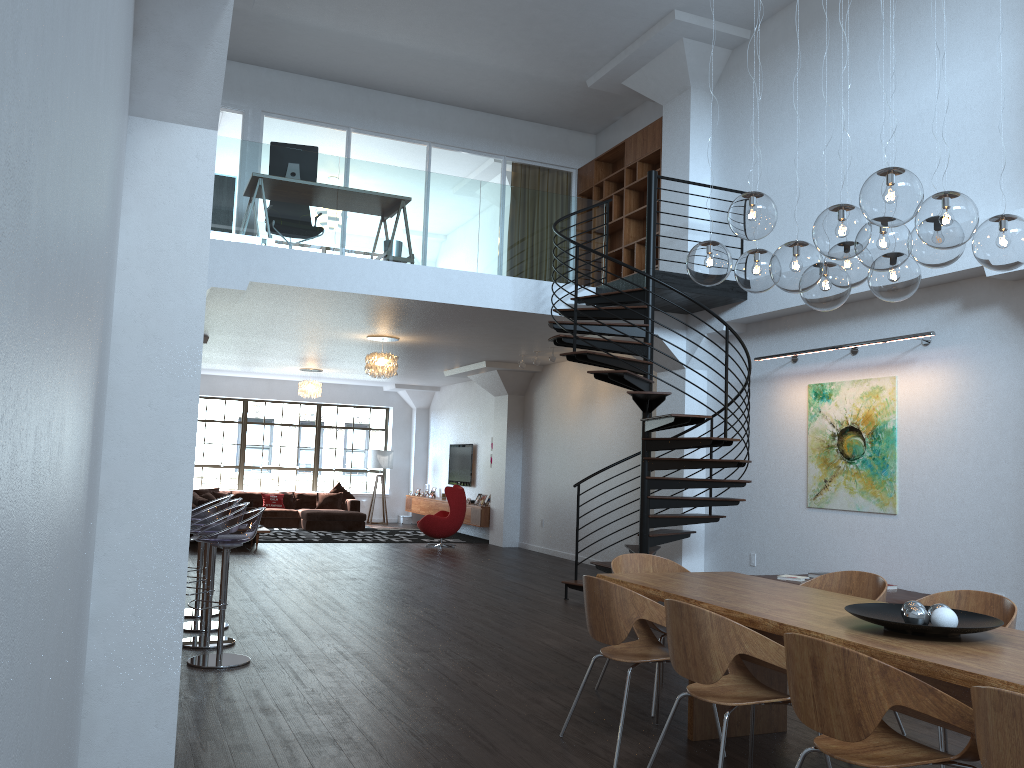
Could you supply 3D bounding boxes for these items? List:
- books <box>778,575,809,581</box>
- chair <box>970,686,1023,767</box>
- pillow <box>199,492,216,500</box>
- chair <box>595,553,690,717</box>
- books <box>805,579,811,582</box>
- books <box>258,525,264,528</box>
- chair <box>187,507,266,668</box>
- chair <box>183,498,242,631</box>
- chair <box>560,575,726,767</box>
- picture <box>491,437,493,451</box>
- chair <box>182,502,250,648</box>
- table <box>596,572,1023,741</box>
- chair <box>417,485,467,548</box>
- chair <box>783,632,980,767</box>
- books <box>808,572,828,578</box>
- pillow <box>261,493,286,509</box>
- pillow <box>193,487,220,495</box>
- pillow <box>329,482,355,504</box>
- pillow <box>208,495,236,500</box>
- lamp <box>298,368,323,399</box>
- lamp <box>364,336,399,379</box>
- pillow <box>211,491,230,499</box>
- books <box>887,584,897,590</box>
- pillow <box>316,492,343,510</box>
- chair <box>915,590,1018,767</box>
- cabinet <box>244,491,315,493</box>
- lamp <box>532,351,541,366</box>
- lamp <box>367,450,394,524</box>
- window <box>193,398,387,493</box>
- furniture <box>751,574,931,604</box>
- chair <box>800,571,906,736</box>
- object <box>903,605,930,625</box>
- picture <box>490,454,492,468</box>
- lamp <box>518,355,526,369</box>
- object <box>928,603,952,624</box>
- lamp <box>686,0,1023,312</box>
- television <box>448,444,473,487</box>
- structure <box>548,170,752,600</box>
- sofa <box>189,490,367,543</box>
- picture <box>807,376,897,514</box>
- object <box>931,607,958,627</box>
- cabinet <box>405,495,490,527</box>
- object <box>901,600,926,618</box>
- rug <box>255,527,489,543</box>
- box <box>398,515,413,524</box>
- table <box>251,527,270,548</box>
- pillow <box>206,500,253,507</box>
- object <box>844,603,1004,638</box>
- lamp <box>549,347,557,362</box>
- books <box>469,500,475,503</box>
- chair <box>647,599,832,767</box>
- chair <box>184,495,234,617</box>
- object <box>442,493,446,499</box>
[{"bbox_3d":[2.477,1.709,7.813,0.223,0.031,0.161,-3,-7,44],"label":"books"},{"bbox_3d":[1.546,1.220,2.308,0.618,0.833,0.629,4,-6,-23],"label":"chair"},{"bbox_3d":[-5.287,2.098,15.540,0.325,0.391,0.625,3,-5,-7],"label":"pillow"},{"bbox_3d":[0.901,1.474,5.356,0.629,0.833,0.618,5,-6,-28],"label":"chair"},{"bbox_3d":[2.650,1.685,7.541,0.247,0.040,0.185,4,-6,-20],"label":"books"},{"bbox_3d":[-3.983,2.178,13.621,0.256,0.035,0.350,2,-5,2],"label":"books"},{"bbox_3d":[-1.917,1.327,5.899,0.481,1.014,0.530,4,-6,-21],"label":"chair"},{"bbox_3d":[-2.430,1.414,7.056,0.481,1.014,0.530,5,-6,-25],"label":"chair"},{"bbox_3d":[0.645,1.381,4.431,0.618,0.833,0.629,5,-6,-25],"label":"chair"},{"bbox_3d":[-0.321,1.090,16.122,0.030,0.250,0.250,4,-6,-23],"label":"picture"},{"bbox_3d":[-2.193,1.369,6.466,0.481,1.014,0.530,5,-6,-25],"label":"chair"},{"bbox_3d":[1.665,1.383,3.590,1.012,0.750,3.803,4,-6,-23],"label":"table"},{"bbox_3d":[-1.156,2.159,14.623,0.801,1.006,0.798,2,-5,2],"label":"chair"},{"bbox_3d":[1.242,1.273,3.011,0.618,0.833,0.629,4,-6,-23],"label":"chair"},{"bbox_3d":[2.834,1.734,8.010,0.254,0.044,0.183,5,-6,-28],"label":"books"},{"bbox_3d":[-4.733,2.323,17.580,0.465,0.308,0.220,5,-6,-27],"label":"pillow"},{"bbox_3d":[-5.816,2.202,17.071,0.334,0.418,0.580,-2,-7,40],"label":"pillow"},{"bbox_3d":[-3.565,2.298,18.137,0.651,0.587,0.335,7,-7,-44],"label":"pillow"},{"bbox_3d":[-4.621,1.984,14.276,0.559,0.411,0.269,0,-6,23],"label":"pillow"},{"bbox_3d":[-3.741,0.002,16.453,0.441,0.539,0.442,0,-6,19],"label":"lamp"},{"bbox_3d":[-1.733,-0.348,11.821,0.441,0.539,0.442,0,-6,19],"label":"lamp"},{"bbox_3d":[-5.603,2.227,17.055,0.238,0.337,0.489,-2,-6,36],"label":"pillow"},{"bbox_3d":[3.077,1.691,7.408,0.224,0.036,0.161,5,-6,-29],"label":"books"},{"bbox_3d":[-3.692,2.355,17.898,0.542,0.362,0.248,2,-5,-2],"label":"pillow"},{"bbox_3d":[2.033,1.409,4.185,0.618,0.833,0.629,4,-6,-22],"label":"chair"},{"bbox_3d":[-4.813,2.571,18.504,1.520,0.625,0.350,4,-6,-23],"label":"cabinet"},{"bbox_3d":[0.354,-0.365,12.676,0.111,0.211,0.120,0,-6,26],"label":"lamp"},{"bbox_3d":[-2.872,2.224,19.186,0.545,1.579,0.545,3,-5,-12],"label":"lamp"},{"bbox_3d":[-4.985,1.351,19.116,4.648,1.905,0.114,4,-6,-23],"label":"window"},{"bbox_3d":[2.816,1.930,7.490,0.907,0.453,1.819,4,-6,-23],"label":"furniture"},{"bbox_3d":[1.734,1.461,4.890,0.617,0.830,0.629,4,-6,-23],"label":"chair"},{"bbox_3d":[1.647,0.952,3.613,0.100,0.100,0.100,0,-6,22],"label":"object"},{"bbox_3d":[-0.332,1.396,16.094,0.030,0.250,0.250,4,-6,-23],"label":"picture"},{"bbox_3d":[0.153,-0.330,13.139,0.111,0.211,0.120,1,-5,11],"label":"lamp"},{"bbox_3d":[1.765,0.954,3.652,0.100,0.100,0.100,0,-6,22],"label":"object"},{"bbox_3d":[1.639,-1.432,4.138,0.849,2.140,1.787,4,-6,-24],"label":"lamp"},{"bbox_3d":[-1.025,1.598,17.533,0.013,0.816,1.324,4,-6,-23],"label":"television"},{"bbox_3d":[1.334,0.030,8.729,1.998,4.352,1.998,-1,-6,27],"label":"structure"},{"bbox_3d":[-4.196,2.349,16.056,3.481,0.664,4.197,4,-6,-23],"label":"sofa"},{"bbox_3d":[3.121,0.563,8.192,0.010,1.200,1.095,4,-6,-23],"label":"picture"},{"bbox_3d":[1.734,0.946,3.556,0.100,0.100,0.100,0,-6,22],"label":"object"},{"bbox_3d":[-1.227,2.466,17.450,0.459,0.350,4.501,4,-6,-23],"label":"cabinet"},{"bbox_3d":[1.680,0.956,3.707,0.100,0.100,0.100,0,-6,22],"label":"object"},{"bbox_3d":[-2.763,2.736,16.091,4.200,0.007,3.100,4,-6,-22],"label":"rug"},{"bbox_3d":[-2.356,2.985,19.526,0.228,0.165,0.368,4,-6,-23],"label":"box"},{"bbox_3d":[-4.249,2.291,13.266,1.100,0.271,0.853,4,-6,-23],"label":"table"},{"bbox_3d":[-4.482,2.011,14.044,0.750,0.364,0.289,4,-6,-24],"label":"pillow"},{"bbox_3d":[1.677,0.977,3.631,0.592,0.066,0.592,0,-6,25],"label":"object"},{"bbox_3d":[0.559,-0.401,12.201,0.111,0.211,0.120,-2,-7,41],"label":"lamp"},{"bbox_3d":[-0.809,2.218,16.734,0.250,0.053,0.400,4,-6,-23],"label":"books"},{"bbox_3d":[0.939,1.325,3.710,0.618,0.833,0.629,4,-6,-23],"label":"chair"},{"bbox_3d":[-2.681,1.458,7.633,0.481,1.014,0.530,4,-6,-21],"label":"chair"},{"bbox_3d":[-1.391,2.294,18.156,0.089,0.110,0.089,0,-6,22],"label":"object"}]
